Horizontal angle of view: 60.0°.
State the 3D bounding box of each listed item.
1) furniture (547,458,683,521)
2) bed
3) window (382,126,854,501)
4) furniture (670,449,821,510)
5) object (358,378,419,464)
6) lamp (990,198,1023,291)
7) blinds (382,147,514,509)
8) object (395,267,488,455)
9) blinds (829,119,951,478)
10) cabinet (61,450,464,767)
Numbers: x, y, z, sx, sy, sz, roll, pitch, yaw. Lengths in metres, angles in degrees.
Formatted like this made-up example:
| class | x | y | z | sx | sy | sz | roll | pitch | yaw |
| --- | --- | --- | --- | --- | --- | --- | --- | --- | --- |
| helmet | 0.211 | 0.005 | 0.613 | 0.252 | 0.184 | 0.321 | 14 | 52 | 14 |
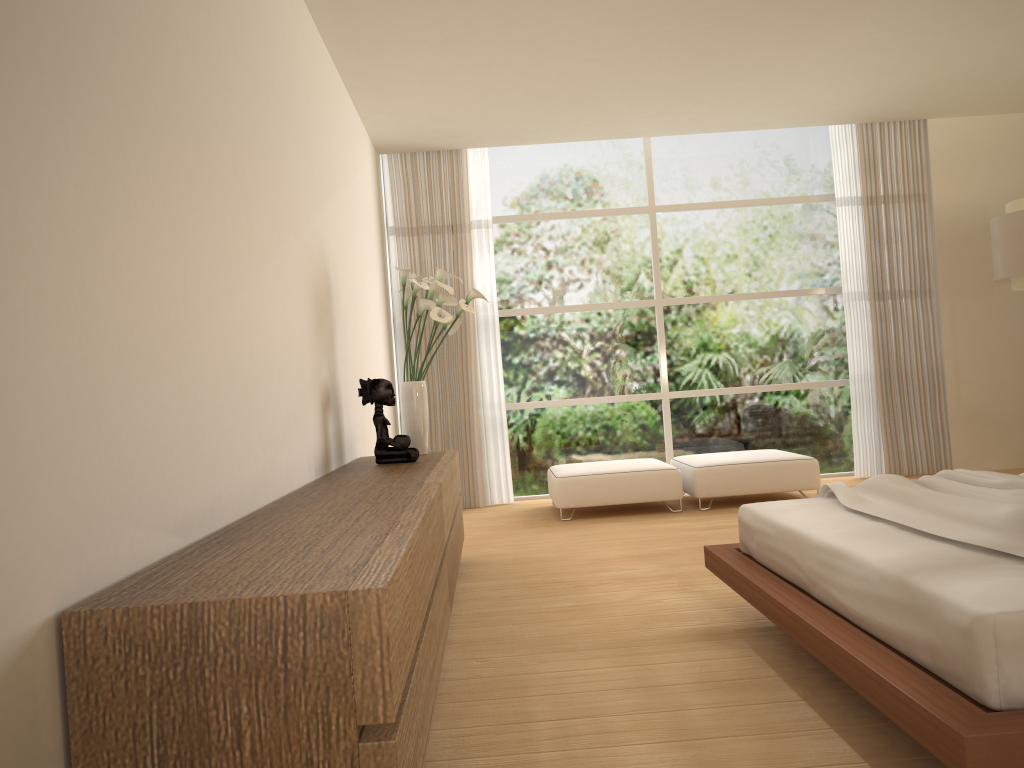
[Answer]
| class | x | y | z | sx | sy | sz | roll | pitch | yaw |
| --- | --- | --- | --- | --- | --- | --- | --- | --- | --- |
| furniture | 0.787 | 0.813 | 7.030 | 0.965 | 0.346 | 0.964 | -4 | 0 | -1 |
| bed | 2.136 | 0.586 | 2.808 | 2.535 | 0.570 | 2.599 | -4 | 0 | -1 |
| window | 1.322 | -0.736 | 8.021 | 4.781 | 3.371 | 0.071 | -4 | 0 | -1 |
| furniture | 1.820 | 0.739 | 7.056 | 0.965 | 0.346 | 0.964 | -4 | 0 | -1 |
| object | -0.639 | 0.187 | 4.621 | 0.282 | 0.453 | 0.181 | -4 | 0 | -1 |
| lamp | 3.703 | -0.238 | 5.936 | 0.817 | 2.018 | 0.817 | -4 | 0 | 42 |
| blinds | -0.569 | -0.593 | 7.716 | 0.950 | 3.352 | 0.211 | -4 | 0 | -3 |
| object | -0.431 | -0.145 | 5.122 | 0.515 | 1.085 | 0.608 | -4 | 0 | -43 |
| blinds | 3.304 | -0.870 | 7.762 | 0.814 | 3.351 | 0.202 | -4 | 0 | -2 |
| cabinet | -0.547 | 0.734 | 3.467 | 0.588 | 0.662 | 3.713 | -4 | 0 | -1 |
